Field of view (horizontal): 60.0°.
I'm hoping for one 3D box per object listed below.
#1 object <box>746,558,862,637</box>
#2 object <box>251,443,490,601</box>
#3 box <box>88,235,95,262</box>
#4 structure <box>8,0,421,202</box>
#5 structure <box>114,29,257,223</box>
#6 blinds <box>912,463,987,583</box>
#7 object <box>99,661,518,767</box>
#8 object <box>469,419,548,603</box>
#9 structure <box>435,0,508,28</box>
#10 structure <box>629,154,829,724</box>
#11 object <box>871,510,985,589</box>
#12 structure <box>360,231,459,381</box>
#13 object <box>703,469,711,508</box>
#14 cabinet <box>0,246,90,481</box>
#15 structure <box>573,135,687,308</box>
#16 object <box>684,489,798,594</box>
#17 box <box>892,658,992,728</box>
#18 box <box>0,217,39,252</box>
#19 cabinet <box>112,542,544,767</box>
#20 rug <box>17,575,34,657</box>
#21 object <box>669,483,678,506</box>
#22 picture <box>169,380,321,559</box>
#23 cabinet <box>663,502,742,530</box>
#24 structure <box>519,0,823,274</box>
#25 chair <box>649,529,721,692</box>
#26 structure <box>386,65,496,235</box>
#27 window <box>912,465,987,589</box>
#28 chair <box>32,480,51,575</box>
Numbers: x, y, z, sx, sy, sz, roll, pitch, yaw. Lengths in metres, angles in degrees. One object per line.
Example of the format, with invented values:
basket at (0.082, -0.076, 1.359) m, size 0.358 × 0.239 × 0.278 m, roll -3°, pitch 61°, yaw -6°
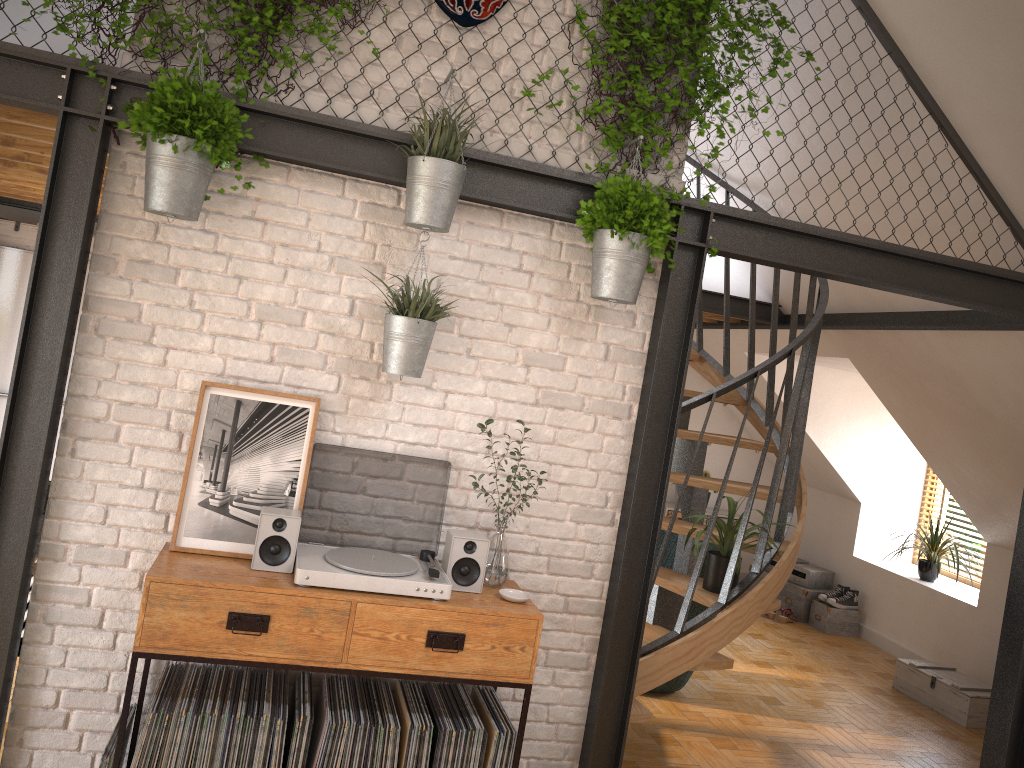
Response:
object at (2.477, 1.819, 7.881) m, size 0.695 × 0.429 × 1.157 m, roll 9°, pitch 1°, yaw -14°
object at (-0.463, 0.465, 3.068) m, size 0.785 × 0.415 × 0.415 m, roll 9°, pitch 0°, yaw -14°
box at (-3.066, -1.035, 7.164) m, size 0.640 × 0.218 × 0.377 m, roll 9°, pitch 1°, yaw -19°
structure at (-1.016, -1.461, 3.083) m, size 2.124 × 1.680 × 0.431 m, roll 10°, pitch -1°, yaw -13°
structure at (-1.074, -0.852, 2.924) m, size 0.438 × 0.653 × 0.422 m, roll 10°, pitch 0°, yaw 16°
blinds at (3.809, 0.835, 7.167) m, size 0.069 × 1.485 × 1.432 m, roll 10°, pitch 0°, yaw -14°
object at (-0.702, 1.323, 3.000) m, size 1.311 × 0.575 × 0.405 m, roll 9°, pitch 0°, yaw -14°
object at (-0.030, 0.431, 3.195) m, size 0.295 × 0.621 × 0.290 m, roll 10°, pitch -1°, yaw 1°
structure at (-0.096, -1.785, 3.215) m, size 0.440 × 0.965 × 0.192 m, roll 10°, pitch -1°, yaw -14°
structure at (0.819, -0.080, 4.774) m, size 1.628 × 3.821 × 2.247 m, roll 10°, pitch 0°, yaw 1°
object at (3.391, 1.286, 7.108) m, size 1.018 × 0.584 × 0.921 m, roll 10°, pitch 1°, yaw 4°
structure at (-0.368, -0.279, 3.134) m, size 0.359 × 0.535 × 0.384 m, roll 10°, pitch 0°, yaw -4°
object at (1.825, 1.000, 8.478) m, size 0.170 × 0.401 × 0.167 m, roll 9°, pitch -1°, yaw 37°
cabinet at (-3.642, -0.003, 7.175) m, size 1.504 × 2.004 × 0.810 m, roll 10°, pitch -1°, yaw -14°
structure at (0.429, -0.606, 3.292) m, size 0.438 × 0.653 × 0.422 m, roll 10°, pitch 0°, yaw 16°
object at (1.001, 0.678, 4.185) m, size 0.526 × 0.592 × 0.458 m, roll 10°, pitch 0°, yaw -26°
box at (2.916, 2.047, 5.906) m, size 0.375 × 0.218 × 0.643 m, roll 9°, pitch 1°, yaw -19°
box at (-3.833, -1.160, 6.959) m, size 0.641 × 0.218 × 0.376 m, roll 10°, pitch 1°, yaw -4°
cabinet at (-0.625, 1.138, 3.001) m, size 1.262 × 0.964 × 0.456 m, roll 10°, pitch -1°, yaw -14°
rug at (-1.184, 1.477, 5.389) m, size 3.494 × 0.010 × 1.703 m, roll 9°, pitch 1°, yaw -14°
object at (1.622, 1.004, 8.404) m, size 0.233 × 0.330 × 0.214 m, roll 10°, pitch 0°, yaw -8°
picture at (-0.919, 0.306, 3.080) m, size 0.410 × 0.576 × 0.127 m, roll 10°, pitch -1°, yaw -14°
cabinet at (1.734, 1.541, 8.494) m, size 0.832 × 0.696 × 0.379 m, roll 10°, pitch 0°, yaw -14°
structure at (0.622, -1.356, 3.497) m, size 1.302 × 1.872 × 0.459 m, roll 10°, pitch -1°, yaw -17°
chair at (0.832, 1.331, 5.472) m, size 0.898 × 0.965 × 0.900 m, roll 10°, pitch 0°, yaw -28°
structure at (-0.283, -0.831, 3.130) m, size 0.350 × 0.607 × 0.383 m, roll 9°, pitch -1°, yaw 39°
window at (0.661, -0.415, 3.139) m, size 8.615 × 4.468 × 7.796 m, roll 9°, pitch 1°, yaw -14°
chair at (-2.558, 0.835, 4.868) m, size 0.782 × 0.830 × 0.753 m, roll 10°, pitch 0°, yaw -7°
